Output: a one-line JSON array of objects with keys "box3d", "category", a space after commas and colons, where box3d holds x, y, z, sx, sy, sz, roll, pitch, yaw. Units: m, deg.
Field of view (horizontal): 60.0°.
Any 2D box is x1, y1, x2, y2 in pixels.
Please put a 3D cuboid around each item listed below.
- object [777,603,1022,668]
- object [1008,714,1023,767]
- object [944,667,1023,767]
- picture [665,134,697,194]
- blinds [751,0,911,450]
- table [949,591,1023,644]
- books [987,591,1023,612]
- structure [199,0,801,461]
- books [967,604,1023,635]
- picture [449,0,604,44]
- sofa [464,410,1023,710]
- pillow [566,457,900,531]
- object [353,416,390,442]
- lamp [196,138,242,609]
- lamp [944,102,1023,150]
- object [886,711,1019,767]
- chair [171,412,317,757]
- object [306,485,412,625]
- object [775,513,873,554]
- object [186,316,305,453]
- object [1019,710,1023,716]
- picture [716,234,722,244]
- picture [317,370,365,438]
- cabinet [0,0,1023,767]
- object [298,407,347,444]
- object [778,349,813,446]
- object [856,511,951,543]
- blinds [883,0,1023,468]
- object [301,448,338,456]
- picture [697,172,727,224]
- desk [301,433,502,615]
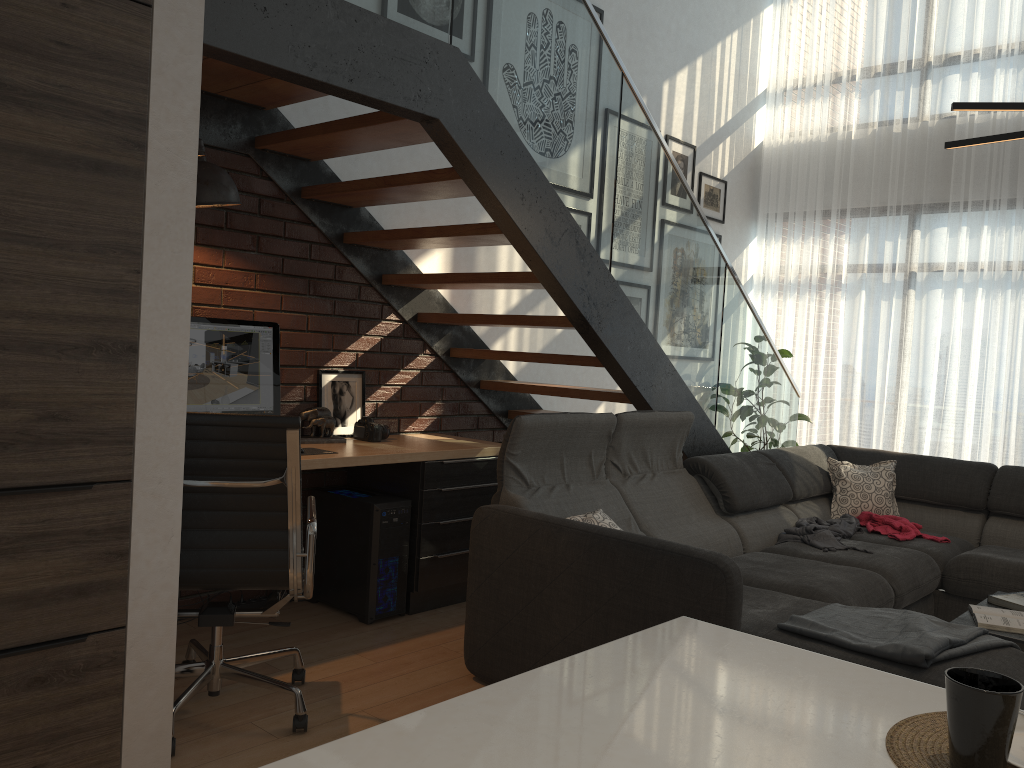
[{"box3d": [1.205, 0.899, 2.788, 0.685, 0.369, 0.548, 1, 3, -41], "category": "object"}, {"box3d": [0.546, 0.366, 0.877, 0.176, 0.014, 0.176, 1, 3, -44], "category": "object"}, {"box3d": [0.437, 0.322, 0.828, 0.066, 0.093, 0.066, 4, 2, 15], "category": "object"}, {"box3d": [1.215, -1.520, 6.460, 0.025, 0.504, 0.410, 5, 3, 41], "category": "picture"}, {"box3d": [2.488, -1.702, 6.932, 1.223, 5.581, 0.218, 5, 3, 39], "category": "blinds"}, {"box3d": [2.041, 1.042, 3.202, 0.700, 0.323, 0.700, 5, 3, 41], "category": "table"}, {"box3d": [2.010, 0.854, 3.457, 0.225, 0.029, 0.179, 2, 2, -25], "category": "books"}, {"box3d": [-0.499, -0.449, 3.810, 1.289, 3.460, 5.660, 5, 3, 41], "category": "structure"}, {"box3d": [1.784, 0.852, 3.223, 0.199, 0.025, 0.294, 4, 2, 21], "category": "books"}, {"box3d": [-0.036, -2.032, 4.996, 0.028, 1.678, 1.785, 5, 3, 41], "category": "picture"}, {"box3d": [1.640, 0.684, 3.762, 2.108, 0.995, 3.169, 5, 3, 42], "category": "sofa"}, {"box3d": [1.123, 0.583, 4.080, 2.734, 0.364, 0.386, 1, 3, -45], "category": "pillow"}, {"box3d": [-0.659, 0.214, 4.283, 0.149, 0.119, 0.166, 5, 3, 39], "category": "object"}, {"box3d": [-1.357, 0.014, 3.365, 0.462, 2.003, 1.054, 4, 2, 25], "category": "lamp"}, {"box3d": [2.222, -2.577, 3.048, 0.831, 3.645, 1.200, 2, 3, -38], "category": "lamp"}, {"box3d": [0.520, 0.374, 0.843, 0.304, 0.002, 0.304, 3, 2, -16], "category": "object"}, {"box3d": [-0.969, 0.563, 2.851, 0.651, 0.991, 0.700, 3, 2, -14], "category": "chair"}, {"box3d": [-0.697, 0.767, 4.046, 0.474, 0.527, 0.215, 5, 3, 41], "category": "object"}, {"box3d": [1.527, 0.733, 4.384, 0.411, 0.118, 0.905, 4, 2, 17], "category": "object"}, {"box3d": [-1.189, 0.002, 3.544, 0.431, 0.535, 0.716, 5, 3, 42], "category": "object"}, {"box3d": [0.571, 0.363, 0.925, 0.025, 0.012, 0.126, 2, 3, -30], "category": "object"}, {"box3d": [1.323, -0.679, 6.665, 0.025, 0.990, 0.871, 5, 3, 41], "category": "picture"}, {"box3d": [-0.828, 0.098, 4.314, 0.049, 0.329, 0.279, 5, 3, 41], "category": "picture"}, {"box3d": [-0.351, -0.004, 0.243, 3.495, 2.401, 2.401, 5, 3, 41], "category": "cabinet"}, {"box3d": [-0.901, 0.187, 4.069, 0.252, 0.160, 0.149, 2, 3, -39], "category": "object"}, {"box3d": [1.889, 0.337, 6.964, 0.774, 1.463, 0.528, 2, 3, -28], "category": "object"}, {"box3d": [1.941, 0.724, 4.567, 0.323, 0.077, 0.536, 3, 2, -14], "category": "object"}, {"box3d": [3.313, -1.626, 6.233, 1.374, 5.581, 0.218, 5, 3, 39], "category": "blinds"}, {"box3d": [-0.879, 0.282, 3.691, 0.200, 0.002, 0.250, 5, 3, 41], "category": "object"}, {"box3d": [1.541, -1.430, 6.837, 0.025, 0.333, 0.410, 5, 3, 41], "category": "picture"}, {"box3d": [-0.932, 0.651, 3.813, 0.610, 0.750, 2.182, 5, 3, 41], "category": "desk"}]
